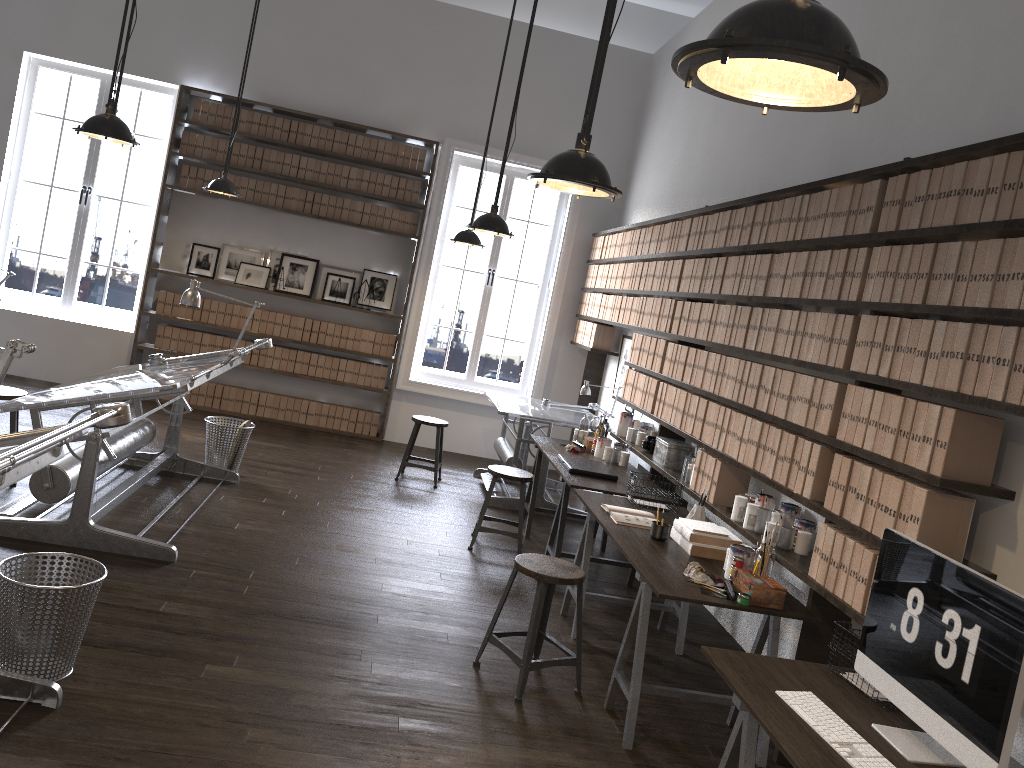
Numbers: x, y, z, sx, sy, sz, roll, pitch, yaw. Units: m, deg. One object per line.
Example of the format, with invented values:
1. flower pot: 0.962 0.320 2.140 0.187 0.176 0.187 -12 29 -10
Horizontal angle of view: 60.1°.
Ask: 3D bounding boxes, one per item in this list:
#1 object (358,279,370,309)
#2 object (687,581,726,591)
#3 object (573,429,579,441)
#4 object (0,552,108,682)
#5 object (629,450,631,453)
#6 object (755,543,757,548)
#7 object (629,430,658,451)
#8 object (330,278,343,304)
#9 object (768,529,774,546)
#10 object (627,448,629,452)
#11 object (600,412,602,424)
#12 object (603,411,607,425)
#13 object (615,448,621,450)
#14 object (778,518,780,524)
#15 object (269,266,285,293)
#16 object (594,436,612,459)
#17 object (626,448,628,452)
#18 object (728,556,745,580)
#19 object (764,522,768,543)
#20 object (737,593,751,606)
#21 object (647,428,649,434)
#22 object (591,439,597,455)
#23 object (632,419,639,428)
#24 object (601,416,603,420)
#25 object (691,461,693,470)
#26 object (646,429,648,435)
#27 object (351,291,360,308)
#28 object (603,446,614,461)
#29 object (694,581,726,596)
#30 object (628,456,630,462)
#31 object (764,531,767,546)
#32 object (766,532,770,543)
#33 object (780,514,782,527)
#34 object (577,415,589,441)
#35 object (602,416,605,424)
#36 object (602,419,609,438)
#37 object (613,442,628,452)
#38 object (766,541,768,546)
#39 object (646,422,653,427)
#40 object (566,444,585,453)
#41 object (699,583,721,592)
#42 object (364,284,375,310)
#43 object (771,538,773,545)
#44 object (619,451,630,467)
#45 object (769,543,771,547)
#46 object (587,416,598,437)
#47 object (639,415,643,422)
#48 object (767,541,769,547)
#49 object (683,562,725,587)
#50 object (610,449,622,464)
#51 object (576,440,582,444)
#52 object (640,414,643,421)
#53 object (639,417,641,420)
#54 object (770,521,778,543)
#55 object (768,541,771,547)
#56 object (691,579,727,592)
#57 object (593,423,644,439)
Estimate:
1. object: -1.461 -0.888 8.723 0.118 0.303 0.040 11 2 -8
2. object: 0.770 0.798 3.505 0.157 0.006 0.006 13 4 13
3. object: 0.499 0.396 6.687 0.068 0.104 0.068 11 3 -3
4. object: -1.660 0.838 3.144 0.354 0.377 0.353 12 4 14
5. object: 0.804 0.502 6.132 0.004 0.103 0.035 11 3 -15
6. object: 1.063 0.760 3.877 0.005 0.117 0.036 11 3 -3
7. object: 0.945 0.404 6.175 0.235 0.161 0.108 7 5 -42
8. object: -1.710 -0.912 8.682 0.124 0.260 0.040 11 2 -8
9. object: 1.015 0.669 3.523 0.006 0.182 0.053 13 3 35
10. object: 0.792 0.493 6.121 0.004 0.133 0.030 11 3 -13
11. object: 0.638 0.305 6.439 0.007 0.213 0.055 13 3 27
12. object: 0.661 0.301 6.445 0.021 0.227 0.007 12 2 4
13. object: 0.728 0.496 6.157 0.044 0.101 0.045 11 3 -8
14. object: 1.197 0.653 3.962 0.035 0.104 0.004 11 2 -9
15. object: -2.271 -1.017 8.593 0.174 0.260 0.040 11 3 -8
16. object: 0.644 0.451 6.255 0.103 0.141 0.105 10 4 -15
17. object: 0.786 0.490 6.128 0.005 0.117 0.036 11 3 -14
18. object: 0.924 0.769 3.646 0.049 0.111 0.050 11 3 -4
19. object: 1.004 0.655 3.528 0.007 0.213 0.055 11 3 -2
20. object: 0.885 0.822 3.381 0.049 0.037 0.049 11 4 -4
21. object: 0.963 0.375 6.327 0.004 0.133 0.029 12 3 14
22. object: 0.595 0.450 6.316 0.049 0.111 0.050 11 3 -11
23. object: 0.913 0.336 6.594 0.051 0.139 0.050 11 3 -10
24. object: 0.637 0.319 6.460 0.022 0.179 0.005 12 2 16
25. object: 1.036 0.507 5.127 0.004 0.127 0.028 11 3 -10
26. object: 0.960 0.373 6.336 0.005 0.117 0.036 12 3 13
27. object: -1.529 -0.827 8.683 0.066 0.165 0.040 11 3 -8
28. object: 0.667 0.485 6.149 0.062 0.094 0.061 13 4 32
29. object: 0.781 0.807 3.490 0.005 0.005 0.159 8 6 -42
30. object: 0.786 0.520 6.146 0.054 0.080 0.054 11 3 -7
31. object: 1.001 0.668 3.510 0.008 0.186 0.071 13 3 34
32. object: 0.993 0.670 3.510 0.021 0.180 0.005 12 2 11
33. object: 1.194 0.646 3.945 0.029 0.135 0.004 11 2 -12
34. object: 0.532 0.346 6.617 0.068 0.229 0.069 11 3 -11
35. object: 0.651 0.314 6.437 0.006 0.192 0.055 11 3 -9
36. object: 0.684 0.374 6.638 0.068 0.229 0.069 11 3 -11
37. object: 0.753 0.482 6.222 0.094 0.128 0.095 11 3 -4
38. object: 1.012 0.688 3.522 0.005 0.152 0.045 10 3 -26
39. object: 1.019 0.352 6.647 0.070 0.130 0.070 14 4 39
40. object: 0.441 0.451 6.315 0.132 0.050 0.197 13 5 21
41. object: 0.779 0.805 3.509 0.120 0.006 0.008 16 6 41
42. object: -1.401 -0.858 8.761 0.110 0.261 0.040 11 2 -8
43. object: 1.014 0.688 3.505 0.006 0.157 0.005 9 3 -45
44. object: 0.769 0.514 6.060 0.062 0.094 0.061 14 4 41
45. object: 1.007 0.693 3.503 0.011 0.135 0.005 12 2 13
46. object: 0.602 0.355 6.627 0.068 0.237 0.069 11 3 -11
47. object: 0.947 0.308 6.657 0.041 0.162 0.005 11 3 -15
48. object: 1.001 0.689 3.503 0.005 0.147 0.033 13 3 35
49. object: 0.774 0.775 3.610 0.131 0.050 0.198 8 6 -37
50. object: 0.716 0.500 6.100 0.063 0.093 0.063 14 4 41
51. object: 0.493 0.441 6.567 0.049 0.037 0.049 11 4 -11
52. object: 0.955 0.310 6.665 0.033 0.184 0.005 11 2 -14
53. object: 0.940 0.317 6.680 0.040 0.142 0.005 11 3 -17
54. object: 1.022 0.652 3.511 0.020 0.228 0.007 12 3 24
55. object: 1.011 0.689 3.516 0.005 0.135 0.005 11 2 1
56. object: 0.776 0.797 3.501 0.011 0.017 0.173 9 6 -39
57. object: 0.770 0.371 6.414 0.346 0.146 0.077 13 3 15
